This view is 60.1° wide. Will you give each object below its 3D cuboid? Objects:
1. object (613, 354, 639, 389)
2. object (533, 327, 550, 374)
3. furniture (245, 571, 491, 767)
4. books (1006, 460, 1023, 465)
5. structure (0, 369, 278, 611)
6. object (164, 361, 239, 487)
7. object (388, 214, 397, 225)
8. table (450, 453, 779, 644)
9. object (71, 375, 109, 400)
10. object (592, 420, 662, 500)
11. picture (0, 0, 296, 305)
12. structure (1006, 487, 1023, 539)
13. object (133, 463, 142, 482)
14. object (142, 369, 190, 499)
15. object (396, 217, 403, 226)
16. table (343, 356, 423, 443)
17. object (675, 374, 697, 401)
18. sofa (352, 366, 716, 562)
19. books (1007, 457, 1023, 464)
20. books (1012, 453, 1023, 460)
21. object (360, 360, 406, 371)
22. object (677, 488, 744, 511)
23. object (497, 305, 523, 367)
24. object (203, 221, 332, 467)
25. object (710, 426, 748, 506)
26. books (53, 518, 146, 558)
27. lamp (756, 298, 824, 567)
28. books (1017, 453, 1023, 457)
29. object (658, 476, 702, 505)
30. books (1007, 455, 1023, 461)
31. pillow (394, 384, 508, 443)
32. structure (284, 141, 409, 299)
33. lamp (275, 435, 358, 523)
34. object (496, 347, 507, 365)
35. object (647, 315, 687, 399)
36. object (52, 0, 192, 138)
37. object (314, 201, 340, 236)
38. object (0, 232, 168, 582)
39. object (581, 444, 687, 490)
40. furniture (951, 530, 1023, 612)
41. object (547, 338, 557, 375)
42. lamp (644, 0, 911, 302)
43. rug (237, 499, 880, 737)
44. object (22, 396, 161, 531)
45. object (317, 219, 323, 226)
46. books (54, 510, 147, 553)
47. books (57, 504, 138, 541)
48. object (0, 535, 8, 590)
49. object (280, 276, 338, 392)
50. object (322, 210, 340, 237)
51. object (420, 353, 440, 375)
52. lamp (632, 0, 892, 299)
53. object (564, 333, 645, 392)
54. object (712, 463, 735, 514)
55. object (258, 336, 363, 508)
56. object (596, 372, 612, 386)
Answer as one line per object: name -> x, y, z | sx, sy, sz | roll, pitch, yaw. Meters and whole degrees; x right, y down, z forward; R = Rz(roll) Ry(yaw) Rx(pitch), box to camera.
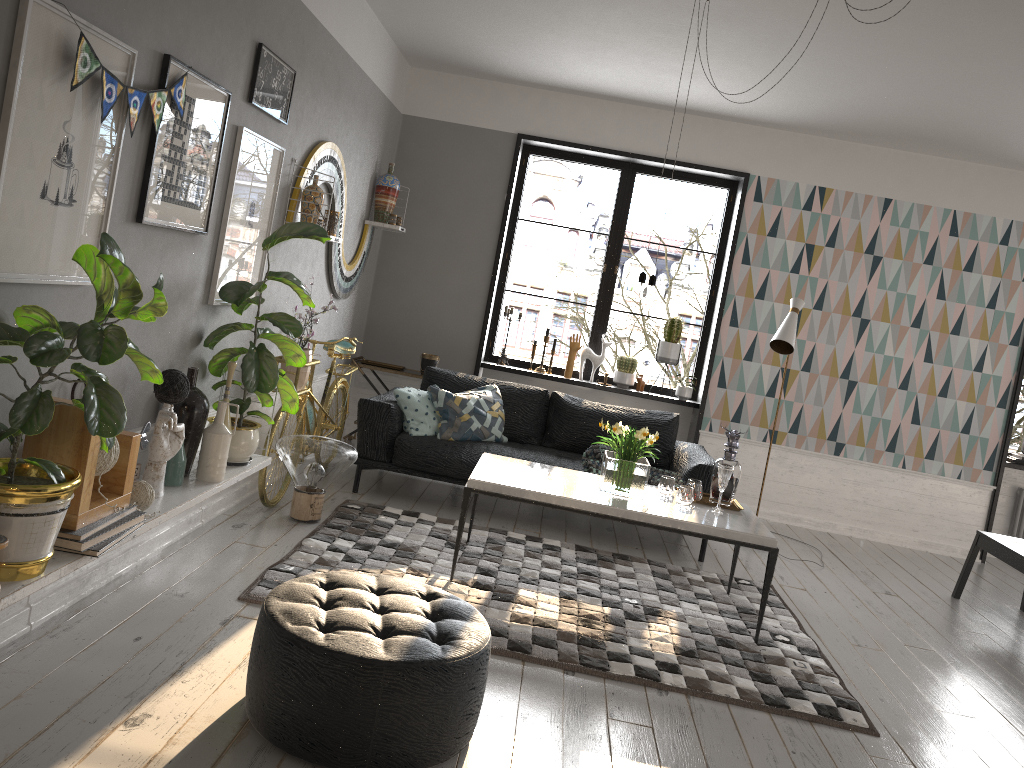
object -> 0.913, -0.109, 7.104 | 0.233, 0.282, 0.215 | 9, 4, -23
object -> 0.260, -0.274, 7.089 | 0.123, 0.374, 0.123 | 11, 2, 8
furniture -> -0.441, 0.865, 2.769 | 0.733, 0.355, 0.740 | 10, 5, -10
books -> 3.982, 0.620, 6.879 | 0.268, 0.011, 0.162 | 11, 6, 6
structure -> -1.370, 0.270, 2.929 | 0.308, 0.484, 2.786 | 11, 6, 3
object -> -1.284, 0.152, 3.663 | 0.330, 0.487, 0.288 | 8, 4, -37
object -> -0.875, -1.205, 6.489 | 0.060, 0.079, 0.060 | 10, 3, -8
table -> 0.479, 0.787, 4.412 | 1.457, 0.509, 0.735 | 11, 5, 3
object -> -1.471, 0.200, 3.022 | 0.019, 0.462, 0.222 | 11, 3, 3
object -> 0.564, 0.362, 4.421 | 0.352, 0.350, 0.326 | 11, 4, 5
picture -> 0.526, -0.215, 0.731 | 4.041, 1.789, 7.320 | 11, 6, 3
structure -> 4.564, 1.139, 6.993 | 1.223, 0.427, 0.149 | 11, 2, 1
object -> -1.449, 0.330, 3.205 | 0.078, 0.173, 0.265 | 11, 5, 8
object -> -1.320, 0.182, 3.350 | 0.136, 0.482, 0.155 | 11, 2, 3
object -> -0.837, -1.205, 6.554 | 0.050, 0.058, 0.050 | 10, 4, -7
table -> -0.901, 0.193, 6.819 | 0.743, 0.678, 0.340 | 11, 3, 3
object -> 1.356, 0.029, 6.949 | 0.171, 0.203, 0.247 | 11, 4, 5
sofa -> 0.186, 0.451, 5.786 | 2.341, 0.795, 0.973 | 11, 4, 3
books -> 3.988, 0.605, 6.885 | 0.271, 0.019, 0.184 | 11, 6, 2
books -> 4.024, 0.582, 6.871 | 0.198, 0.022, 0.163 | 11, 6, 4
object -> -0.994, -0.144, 6.817 | 0.318, 0.015, 0.247 | 11, 6, 3
object -> 1.023, 0.599, 4.587 | 0.318, 0.015, 0.247 | 11, 6, 3
object -> -0.049, -0.390, 7.105 | 0.163, 0.489, 0.144 | 12, 3, 39
object -> -1.164, -0.205, 4.071 | 0.419, 1.147, 0.564 | 13, 4, 42
object -> 1.123, 0.413, 4.587 | 0.149, 0.416, 0.155 | 12, 3, 22
books -> -1.381, 0.461, 2.809 | 0.296, 0.021, 0.370 | 10, 6, -3
lamp -> 1.971, 0.254, 6.310 | 0.680, 1.697, 1.250 | 11, 3, 1
books -> 4.031, 0.564, 6.866 | 0.154, 0.017, 0.124 | 11, 6, 4
object -> 0.909, 0.553, 4.533 | 0.245, 0.087, 0.281 | 9, 6, -19
books -> 3.998, 0.593, 6.880 | 0.216, 0.011, 0.174 | 11, 6, 9
pillow -> -0.395, 0.165, 5.763 | 0.796, 0.361, 0.446 | 9, 5, -15
structure -> -1.014, -0.999, 5.707 | 0.267, 0.952, 2.029 | 11, 5, 3
lamp -> -1.065, 0.504, 4.709 | 0.435, 0.436, 0.431 | 13, 5, 34
object -> -0.075, -0.232, 7.191 | 0.084, 0.151, 0.084 | 11, 3, 7
object -> 1.230, -0.234, 6.976 | 0.234, 0.668, 0.230 | 9, 3, -26
object -> -1.259, -0.985, 2.897 | 0.057, 0.338, 0.917 | 11, 5, 2
object -> -1.001, -0.886, 4.763 | 0.060, 0.165, 0.196 | 12, 5, 36
object -> -1.259, 0.045, 2.421 | 0.544, 0.961, 0.513 | 10, 3, -12
object -> 0.757, 0.615, 5.460 | 0.666, 0.328, 0.492 | 10, 5, -2
furniture -> 2.998, 1.241, 4.752 | 0.466, 0.454, 1.676 | 11, 6, 3
object -> 0.326, -0.229, 7.136 | 0.076, 0.300, 0.075 | 12, 3, 34
lamp -> 1.119, -1.050, 3.817 | 0.074, 1.531, 1.407 | 9, 4, -28
rug -> 0.204, 0.995, 4.277 | 2.528, 0.034, 1.776 | 11, 6, 3
object -> -1.337, 0.250, 2.908 | 0.239, 0.438, 0.547 | 11, 4, 3
object -> -1.087, -0.881, 4.940 | 0.062, 0.081, 0.063 | 9, 4, -21
books -> -1.372, 0.439, 2.796 | 0.260, 0.029, 0.385 | 11, 6, 4
books -> -1.379, 0.415, 2.793 | 0.229, 0.017, 0.381 | 10, 6, 0
object -> -1.426, 0.460, 1.922 | 0.329, 0.305, 0.787 | 11, 5, 4
object -> -1.096, -0.278, 4.922 | 0.254, 0.639, 0.487 | 11, 4, 21
object -> -1.007, -0.891, 4.910 | 0.086, 0.139, 0.086 | 10, 3, -4
object -> -0.636, -0.143, 6.756 | 0.139, 0.160, 0.141 | 14, 5, 41
lamp -> 1.052, -1.050, 3.696 | 0.074, 1.531, 1.407 | 9, 4, -28
object -> 0.766, -0.190, 7.065 | 0.663, 0.409, 0.135 | 11, 2, 4
object -> 1.040, 0.519, 4.385 | 0.082, 0.226, 0.168 | 11, 3, 14
object -> -1.178, 0.150, 5.342 | 0.426, 0.966, 1.635 | 10, 5, -6
object -> 0.749, -0.040, 7.061 | 0.123, 0.099, 0.123 | 13, 5, 25
